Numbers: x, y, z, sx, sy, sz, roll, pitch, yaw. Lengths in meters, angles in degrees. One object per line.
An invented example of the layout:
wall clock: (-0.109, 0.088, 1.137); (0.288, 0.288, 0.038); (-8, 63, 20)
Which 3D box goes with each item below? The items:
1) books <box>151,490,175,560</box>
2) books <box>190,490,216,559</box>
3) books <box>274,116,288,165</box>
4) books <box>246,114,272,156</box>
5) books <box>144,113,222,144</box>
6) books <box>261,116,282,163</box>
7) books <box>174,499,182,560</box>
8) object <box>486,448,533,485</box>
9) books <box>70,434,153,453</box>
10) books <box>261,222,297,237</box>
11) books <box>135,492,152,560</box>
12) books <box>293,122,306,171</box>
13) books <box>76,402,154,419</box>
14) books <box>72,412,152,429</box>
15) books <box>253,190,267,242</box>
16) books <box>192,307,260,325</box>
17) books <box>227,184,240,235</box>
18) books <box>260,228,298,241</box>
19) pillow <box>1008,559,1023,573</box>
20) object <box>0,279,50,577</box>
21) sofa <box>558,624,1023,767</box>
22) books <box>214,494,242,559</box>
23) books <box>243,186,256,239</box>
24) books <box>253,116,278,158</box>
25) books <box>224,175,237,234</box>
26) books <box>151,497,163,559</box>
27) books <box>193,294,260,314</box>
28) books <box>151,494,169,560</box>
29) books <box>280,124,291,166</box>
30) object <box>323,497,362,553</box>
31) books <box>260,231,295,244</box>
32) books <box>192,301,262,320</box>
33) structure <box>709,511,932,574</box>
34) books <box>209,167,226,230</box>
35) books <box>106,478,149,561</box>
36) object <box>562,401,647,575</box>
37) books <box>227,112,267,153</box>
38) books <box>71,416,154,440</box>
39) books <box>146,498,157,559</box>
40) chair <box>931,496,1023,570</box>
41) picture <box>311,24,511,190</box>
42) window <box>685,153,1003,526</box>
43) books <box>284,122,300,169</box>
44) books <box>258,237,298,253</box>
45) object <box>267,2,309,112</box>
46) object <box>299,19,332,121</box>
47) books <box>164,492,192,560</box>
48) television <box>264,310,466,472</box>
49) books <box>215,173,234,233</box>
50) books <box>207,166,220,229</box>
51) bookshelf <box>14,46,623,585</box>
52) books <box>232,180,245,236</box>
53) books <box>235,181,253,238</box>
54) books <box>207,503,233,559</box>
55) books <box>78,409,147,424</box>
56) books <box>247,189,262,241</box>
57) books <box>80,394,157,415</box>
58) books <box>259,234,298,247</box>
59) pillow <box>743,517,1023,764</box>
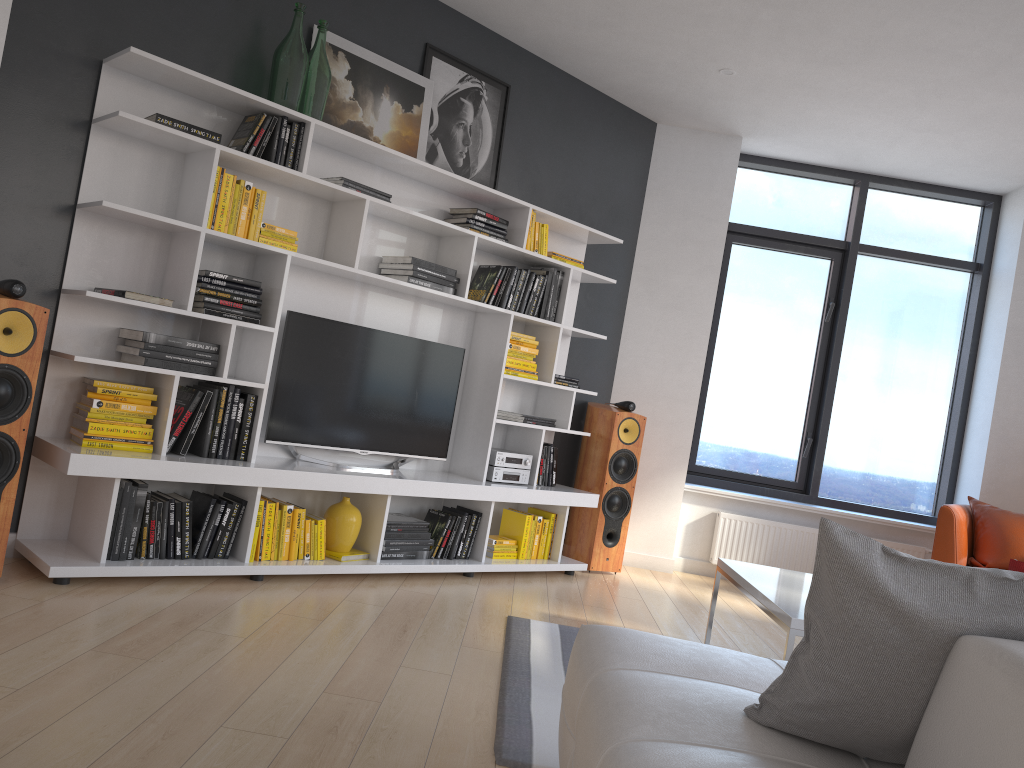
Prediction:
books: (-1.463, 0.588, 3.713); (0.066, 0.255, 0.193); (11, -2, -44)
books: (-1.370, 0.603, 3.825); (0.066, 0.260, 0.197); (11, -2, -43)
books: (-1.073, -1.076, 3.972); (0.025, 0.232, 0.176); (11, -2, -43)
books: (-1.151, -1.081, 3.906); (0.087, 0.214, 0.171); (11, -2, -43)
books: (-1.374, -1.041, 3.674); (0.268, 0.046, 0.208); (11, -2, -40)
books: (-1.088, -1.072, 3.951); (0.021, 0.221, 0.156); (11, -2, -43)
books: (-1.438, 0.598, 3.728); (0.066, 0.242, 0.177); (11, -2, -44)
object: (-0.079, 0.466, 5.096); (0.285, 0.174, 0.270); (11, -2, -43)
books: (-1.640, 0.243, 3.634); (0.270, 0.029, 0.204); (11, -1, -38)
books: (-1.090, -0.697, 4.017); (0.186, 0.026, 0.138); (11, -2, -44)
books: (-1.543, 0.565, 3.644); (0.053, 0.268, 0.202); (11, -2, -44)
books: (-1.007, -1.064, 4.020); (0.019, 0.230, 0.174); (11, -2, -43)
books: (-1.637, 0.111, 3.654); (0.251, 0.019, 0.180); (11, -2, -43)
books: (-1.647, 0.149, 3.654); (0.263, 0.015, 0.198); (11, -2, -40)
books: (-1.162, -0.739, 3.946); (0.024, 0.234, 0.172); (11, -2, -43)
books: (-1.268, -0.298, 3.883); (0.189, 0.026, 0.263); (9, -2, 45)
books: (-1.242, -0.750, 3.845); (0.024, 0.229, 0.156); (11, -2, -44)
books: (-1.082, -0.675, 4.010); (0.187, 0.014, 0.134); (11, -2, -43)
pillow: (1.949, 0.719, 1.580); (2.250, 0.449, 0.575); (10, -1, -1)
object: (-1.991, 0.144, 3.212); (0.434, 1.088, 0.290); (9, -1, 32)
sofa: (1.838, 0.964, 2.397); (3.424, 0.732, 2.614); (10, -1, 1)
books: (-1.289, 0.623, 3.897); (0.084, 0.249, 0.191); (11, -2, -43)
books: (-1.198, -0.748, 3.911); (0.023, 0.239, 0.169); (11, -2, -43)
books: (-1.122, -1.076, 3.917); (0.074, 0.212, 0.154); (11, -2, -44)
books: (-1.266, -0.772, 3.848); (0.015, 0.263, 0.199); (11, -2, -43)
books: (-1.499, 0.590, 3.675); (0.049, 0.236, 0.170); (11, -2, -43)
books: (-1.277, -0.353, 3.895); (0.209, 0.030, 0.266); (9, -2, 45)
books: (-1.477, 0.590, 3.685); (0.050, 0.242, 0.169); (11, -2, -44)
books: (-1.054, -1.057, 3.985); (0.021, 0.200, 0.147); (11, -2, -43)
object: (-0.824, 0.677, 4.301); (0.185, 0.257, 0.185); (9, -1, 24)
books: (-1.079, -0.659, 3.995); (0.169, 0.018, 0.113); (11, -2, -42)
books: (-1.264, -0.323, 3.886); (0.270, 0.025, 0.189); (11, -2, -44)
structure: (2.099, 1.221, 6.052); (1.474, 0.460, 0.110); (10, -1, 2)
books: (-1.307, -0.785, 3.797); (0.025, 0.270, 0.213); (11, -2, -43)
books: (-1.607, 0.531, 3.586); (0.128, 0.321, 0.259); (11, -2, -43)
object: (0.561, 0.631, 5.662); (0.290, 1.088, 0.434); (10, -1, -28)
books: (-1.170, -1.086, 3.880); (0.166, 0.213, 0.096); (9, -2, 45)
books: (-1.641, 0.180, 3.644); (0.255, 0.044, 0.198); (11, -2, -43)
books: (-1.520, 0.585, 3.663); (0.053, 0.240, 0.189); (11, -2, -43)
chair: (2.982, 1.151, 5.202); (0.896, 0.858, 0.843); (9, -1, 34)
picture: (-0.505, -1.456, 4.645); (1.279, 0.707, 0.076); (11, -2, -43)
window: (2.340, -0.324, 6.414); (1.960, 2.402, 0.170); (10, -1, 2)
books: (-1.033, -1.062, 4.006); (0.038, 0.218, 0.169); (11, -2, -43)
books: (-1.092, -0.624, 4.008); (0.190, 0.033, 0.147); (11, -2, -43)
object: (-0.988, -1.456, 3.972); (0.157, 0.507, 0.157); (10, -1, -30)
object: (-0.916, -1.441, 4.120); (0.157, 0.507, 0.157); (10, -1, -30)
books: (-1.415, 0.599, 3.754); (0.083, 0.249, 0.191); (11, -2, -43)
television: (-0.720, 0.076, 4.524); (1.102, 0.704, 0.207); (11, -2, -43)
books: (-1.287, -0.774, 3.825); (0.044, 0.255, 0.198); (11, -2, -43)
books: (-1.320, -0.788, 3.773); (0.029, 0.270, 0.204); (11, -2, -43)
bookshelf: (-0.611, -0.083, 4.453); (3.000, 2.052, 0.455); (11, -2, -43)
books: (-1.237, -0.762, 3.873); (0.019, 0.251, 0.180); (11, -2, -43)
books: (-1.217, -0.758, 3.890); (0.035, 0.250, 0.185); (11, -2, -43)
books: (-1.309, 0.622, 3.863); (0.071, 0.243, 0.179); (11, -2, -44)
books: (-1.637, 0.132, 3.632); (0.228, 0.024, 0.152); (11, -1, -39)
books: (-1.179, -0.742, 3.925); (0.024, 0.234, 0.172); (11, -2, -43)
books: (-1.623, 0.086, 3.661); (0.250, 0.035, 0.185); (11, -2, -40)
books: (-1.091, -0.647, 4.012); (0.196, 0.011, 0.148); (11, -2, -43)
pillow: (1.867, 0.681, 1.915); (2.953, 0.453, 0.647); (10, -1, -11)
